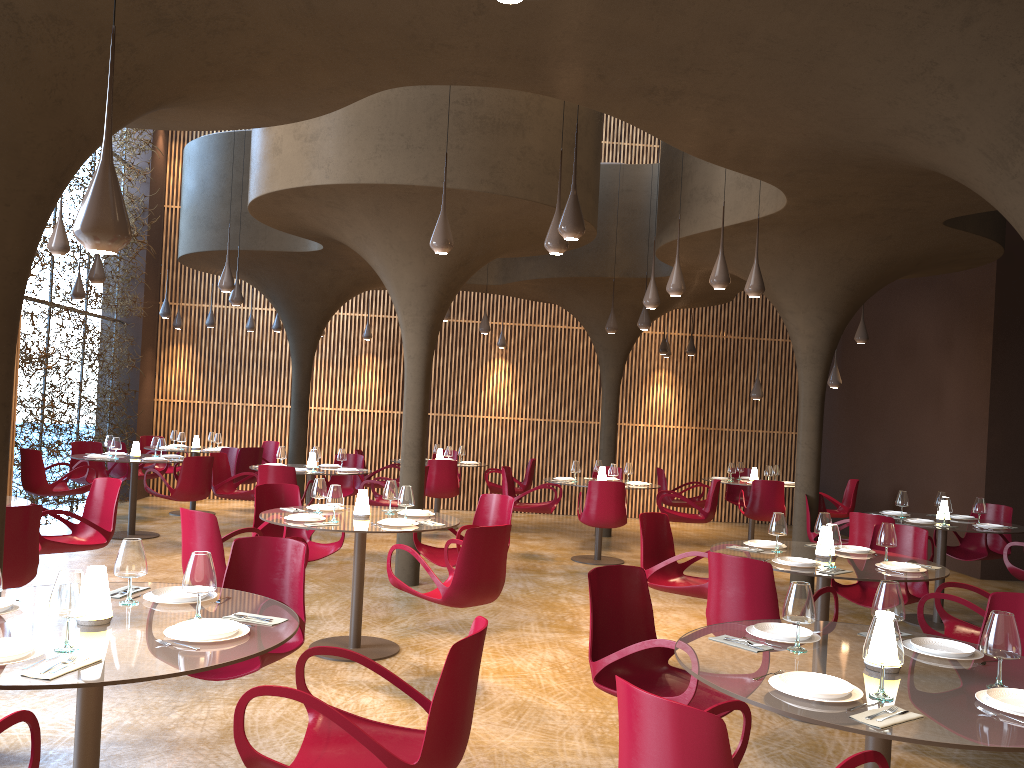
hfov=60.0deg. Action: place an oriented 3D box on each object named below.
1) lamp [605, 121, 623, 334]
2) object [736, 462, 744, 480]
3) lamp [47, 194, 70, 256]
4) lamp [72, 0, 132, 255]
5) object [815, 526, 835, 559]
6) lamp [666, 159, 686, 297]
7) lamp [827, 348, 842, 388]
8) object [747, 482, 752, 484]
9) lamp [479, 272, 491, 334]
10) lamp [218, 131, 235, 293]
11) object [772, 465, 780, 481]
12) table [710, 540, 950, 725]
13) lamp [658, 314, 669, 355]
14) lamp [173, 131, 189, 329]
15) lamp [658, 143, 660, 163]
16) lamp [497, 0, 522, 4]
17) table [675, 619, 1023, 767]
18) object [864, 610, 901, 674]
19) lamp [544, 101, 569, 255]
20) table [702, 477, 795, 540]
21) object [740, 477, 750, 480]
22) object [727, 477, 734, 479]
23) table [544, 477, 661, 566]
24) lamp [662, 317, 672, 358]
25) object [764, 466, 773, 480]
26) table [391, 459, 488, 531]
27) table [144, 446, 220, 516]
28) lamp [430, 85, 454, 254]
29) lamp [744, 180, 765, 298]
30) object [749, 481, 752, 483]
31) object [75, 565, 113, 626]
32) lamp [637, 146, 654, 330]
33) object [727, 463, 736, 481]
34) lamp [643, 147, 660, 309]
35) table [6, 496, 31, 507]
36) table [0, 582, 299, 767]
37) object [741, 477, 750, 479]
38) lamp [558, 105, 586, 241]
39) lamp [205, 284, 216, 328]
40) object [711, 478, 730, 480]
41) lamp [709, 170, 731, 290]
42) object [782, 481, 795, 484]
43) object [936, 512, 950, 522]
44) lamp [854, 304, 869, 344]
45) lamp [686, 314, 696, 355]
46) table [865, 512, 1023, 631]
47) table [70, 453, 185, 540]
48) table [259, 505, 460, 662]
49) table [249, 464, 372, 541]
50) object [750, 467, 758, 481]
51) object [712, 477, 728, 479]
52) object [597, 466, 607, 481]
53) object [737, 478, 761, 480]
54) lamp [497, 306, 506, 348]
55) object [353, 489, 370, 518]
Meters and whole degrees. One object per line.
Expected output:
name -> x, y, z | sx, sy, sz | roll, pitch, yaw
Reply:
lamp -> 1.658, -3.893, 13.314 | 0.196, 6.276, 0.196 | 3, 0, 31
object -> 3.850, 1.465, 14.983 | 0.142, 0.295, 0.142 | 3, 0, -22
lamp -> -4.084, -4.339, 8.310 | 0.196, 6.276, 0.196 | 3, 0, 24
lamp -> -1.304, -3.605, 3.181 | 0.196, 6.276, 0.196 | 3, 0, 11
object -> 2.339, 1.179, 6.610 | 0.142, 0.232, 0.144 | 4, -1, -44
lamp -> 1.798, -4.012, 8.847 | 0.196, 6.276, 0.196 | 3, 0, 21
lamp -> 4.807, -3.077, 12.768 | 0.196, 6.276, 0.196 | 3, 0, 41
object -> 3.904, 1.580, 14.077 | 0.331, 0.014, 0.332 | 2, -2, 23
lamp -> -0.288, -3.960, 14.591 | 0.196, 6.276, 0.196 | 3, 0, 11
lamp -> -3.241, -4.231, 10.571 | 0.196, 6.276, 0.196 | 3, 0, 41
object -> 4.344, 1.481, 14.609 | 0.142, 0.295, 0.142 | 3, 0, -16
table -> 2.303, 1.859, 6.609 | 1.673, 1.130, 1.671 | 4, -2, -43
lamp -> 3.096, -3.707, 17.158 | 0.196, 6.276, 0.196 | 3, 0, 11
lamp -> -6.338, -4.206, 17.258 | 0.196, 6.276, 0.196 | 3, 0, 21
lamp -> 2.951, -5.367, 17.530 | 0.196, 2.961, 0.196 | 3, 0, -19
lamp -> 0.156, -4.553, 3.262 | 0.196, 6.276, 0.196 | 3, 0, 11
table -> 1.486, 1.731, 3.629 | 1.673, 1.130, 1.671 | 4, -1, -35
object -> 1.522, 1.051, 3.630 | 0.144, 0.232, 0.142 | 3, -1, 14
lamp -> 0.508, -4.137, 6.844 | 0.196, 6.276, 0.196 | 3, 0, 1
table -> 3.951, 2.172, 14.587 | 1.671, 1.130, 1.673 | 3, -1, 16
object -> 4.034, 1.616, 15.115 | 0.331, 0.014, 0.332 | 2, -2, 33
object -> 3.744, 1.610, 15.201 | 0.126, 0.017, 0.262 | 3, -2, 13
table -> 1.259, 1.977, 12.729 | 1.671, 1.130, 1.673 | 3, -1, 15
lamp -> 3.304, -3.673, 18.000 | 0.196, 6.276, 0.196 | 3, 0, 21
object -> 4.111, 1.457, 14.196 | 0.142, 0.295, 0.142 | 3, 0, 5
table -> -1.283, 1.915, 15.318 | 1.672, 1.130, 1.673 | 3, -1, 5
table -> -5.520, 1.692, 15.395 | 1.671, 1.130, 1.673 | 2, -1, 38
lamp -> -0.398, -4.178, 7.086 | 0.196, 6.276, 0.196 | 3, 0, 1
lamp -> 2.521, -3.980, 8.617 | 0.196, 6.276, 0.196 | 3, 0, -19
object -> 3.904, 1.570, 14.077 | 0.263, 0.029, 0.263 | 3, -2, 1
object -> -1.741, 0.880, 3.705 | 0.142, 0.232, 0.144 | 3, -1, -26
lamp -> 2.025, -3.897, 12.489 | 0.196, 6.276, 0.196 | 3, 0, 31
object -> 3.585, 1.437, 14.480 | 0.142, 0.295, 0.142 | 3, -1, 44
lamp -> 1.734, -3.983, 9.985 | 0.196, 6.276, 0.196 | 3, 0, 31
table -> -4.733, 1.494, 6.918 | 1.671, 1.130, 1.673 | 2, -2, 41
table -> -1.777, 1.560, 3.704 | 1.671, 1.130, 1.673 | 3, -1, 18
object -> 4.035, 1.606, 15.115 | 0.263, 0.029, 0.263 | 2, -2, 23
lamp -> 0.583, -4.151, 6.231 | 0.196, 6.276, 0.196 | 3, 0, 31
lamp -> -5.427, -4.180, 16.448 | 0.196, 6.276, 0.196 | 3, 0, 21
object -> 3.440, 1.572, 14.668 | 0.331, 0.014, 0.332 | 2, -2, 25
lamp -> 2.087, -4.015, 8.209 | 0.196, 6.276, 0.196 | 3, 0, -19
object -> 4.488, 1.611, 14.431 | 0.263, 0.029, 0.263 | 3, -2, -9
object -> 4.757, 1.397, 9.773 | 0.142, 0.232, 0.144 | 3, -1, 43
lamp -> 5.204, -3.719, 12.789 | 0.196, 6.276, 0.196 | 3, 0, 41
lamp -> 3.594, -3.685, 17.015 | 0.196, 6.276, 0.196 | 3, 0, 11
table -> 4.721, 2.077, 9.772 | 1.673, 1.130, 1.671 | 4, -1, -36
table -> -5.443, 1.621, 12.740 | 1.671, 1.130, 1.673 | 2, -1, 38
table -> -1.309, 1.693, 7.537 | 1.673, 1.130, 1.671 | 4, -2, -41
table -> -2.832, 1.750, 12.400 | 1.671, 1.130, 1.673 | 3, -1, 15
object -> 3.987, 1.492, 14.587 | 0.144, 0.232, 0.142 | 3, -1, -9
object -> 3.441, 1.562, 14.668 | 0.263, 0.029, 0.263 | 3, -2, 8
object -> 1.295, 1.296, 12.730 | 0.142, 0.232, 0.144 | 3, -1, -29
object -> 4.039, 1.617, 15.115 | 0.410, 0.012, 0.204 | 3, -2, 9
lamp -> -0.046, -3.856, 17.796 | 0.196, 6.276, 0.196 | 3, 0, 11
object -> -1.273, 1.013, 7.538 | 0.142, 0.232, 0.144 | 3, -1, -11
